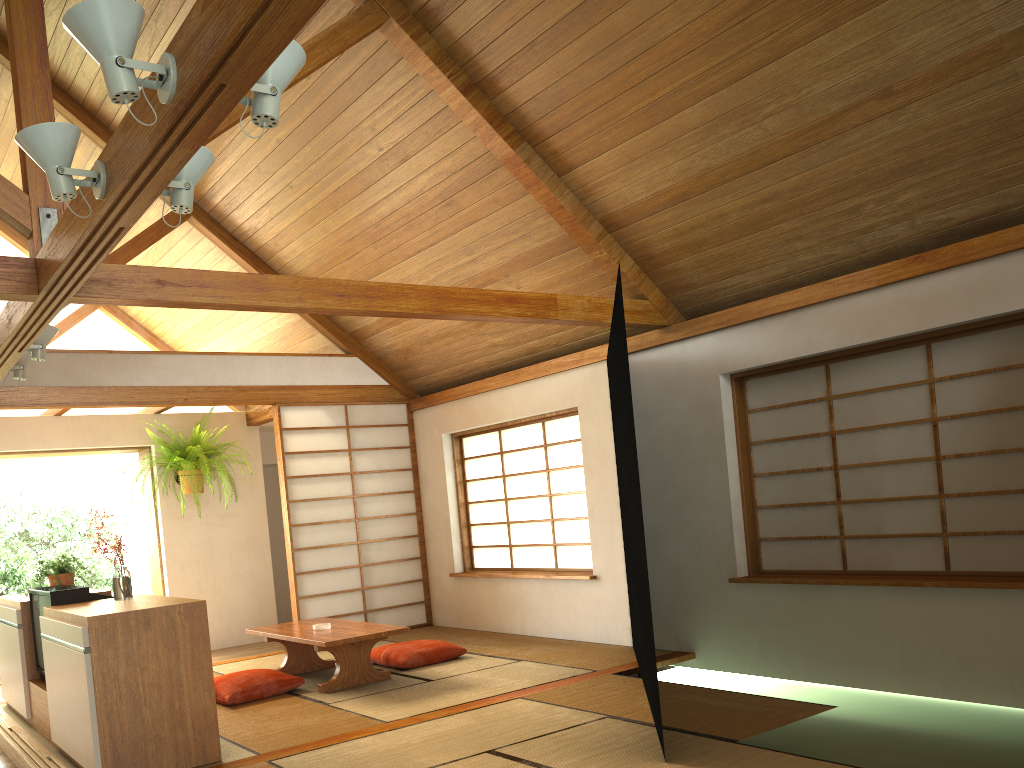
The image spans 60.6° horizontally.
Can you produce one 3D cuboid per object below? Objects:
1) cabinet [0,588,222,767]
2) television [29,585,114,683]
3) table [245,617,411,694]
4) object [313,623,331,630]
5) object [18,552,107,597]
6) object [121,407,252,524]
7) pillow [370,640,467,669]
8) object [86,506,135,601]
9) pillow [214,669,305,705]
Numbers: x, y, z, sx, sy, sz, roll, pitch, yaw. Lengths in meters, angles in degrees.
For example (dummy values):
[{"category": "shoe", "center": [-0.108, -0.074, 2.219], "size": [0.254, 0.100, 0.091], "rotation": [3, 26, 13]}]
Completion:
[{"category": "cabinet", "center": [-2.432, 1.587, 4.977], "size": [0.518, 0.736, 2.858], "rotation": [-4, -6, -38]}, {"category": "television", "center": [-2.425, 1.413, 4.991], "size": [0.456, 0.537, 0.690], "rotation": [-3, -5, -37]}, {"category": "table", "center": [-1.236, 1.785, 5.794], "size": [0.560, 0.335, 1.297], "rotation": [-1, -8, -37]}, {"category": "object", "center": [-1.252, 1.598, 5.766], "size": [0.127, 0.030, 0.112], "rotation": [-9, -8, 27]}, {"category": "object", "center": [-3.072, 1.326, 5.898], "size": [0.516, 0.375, 0.556], "rotation": [-7, -5, 14]}, {"category": "object", "center": [-2.914, 0.764, 8.102], "size": [1.183, 1.125, 1.140], "rotation": [-2, -5, -43]}, {"category": "pillow", "center": [-0.703, 1.890, 6.169], "size": [0.518, 0.131, 0.606], "rotation": [0, -9, -37]}, {"category": "object", "center": [-2.057, 0.867, 4.502], "size": [0.222, 0.499, 0.241], "rotation": [-5, -1, -30]}, {"category": "pillow", "center": [-1.673, 1.888, 5.518], "size": [0.517, 0.148, 0.608], "rotation": [1, -9, -42]}]
